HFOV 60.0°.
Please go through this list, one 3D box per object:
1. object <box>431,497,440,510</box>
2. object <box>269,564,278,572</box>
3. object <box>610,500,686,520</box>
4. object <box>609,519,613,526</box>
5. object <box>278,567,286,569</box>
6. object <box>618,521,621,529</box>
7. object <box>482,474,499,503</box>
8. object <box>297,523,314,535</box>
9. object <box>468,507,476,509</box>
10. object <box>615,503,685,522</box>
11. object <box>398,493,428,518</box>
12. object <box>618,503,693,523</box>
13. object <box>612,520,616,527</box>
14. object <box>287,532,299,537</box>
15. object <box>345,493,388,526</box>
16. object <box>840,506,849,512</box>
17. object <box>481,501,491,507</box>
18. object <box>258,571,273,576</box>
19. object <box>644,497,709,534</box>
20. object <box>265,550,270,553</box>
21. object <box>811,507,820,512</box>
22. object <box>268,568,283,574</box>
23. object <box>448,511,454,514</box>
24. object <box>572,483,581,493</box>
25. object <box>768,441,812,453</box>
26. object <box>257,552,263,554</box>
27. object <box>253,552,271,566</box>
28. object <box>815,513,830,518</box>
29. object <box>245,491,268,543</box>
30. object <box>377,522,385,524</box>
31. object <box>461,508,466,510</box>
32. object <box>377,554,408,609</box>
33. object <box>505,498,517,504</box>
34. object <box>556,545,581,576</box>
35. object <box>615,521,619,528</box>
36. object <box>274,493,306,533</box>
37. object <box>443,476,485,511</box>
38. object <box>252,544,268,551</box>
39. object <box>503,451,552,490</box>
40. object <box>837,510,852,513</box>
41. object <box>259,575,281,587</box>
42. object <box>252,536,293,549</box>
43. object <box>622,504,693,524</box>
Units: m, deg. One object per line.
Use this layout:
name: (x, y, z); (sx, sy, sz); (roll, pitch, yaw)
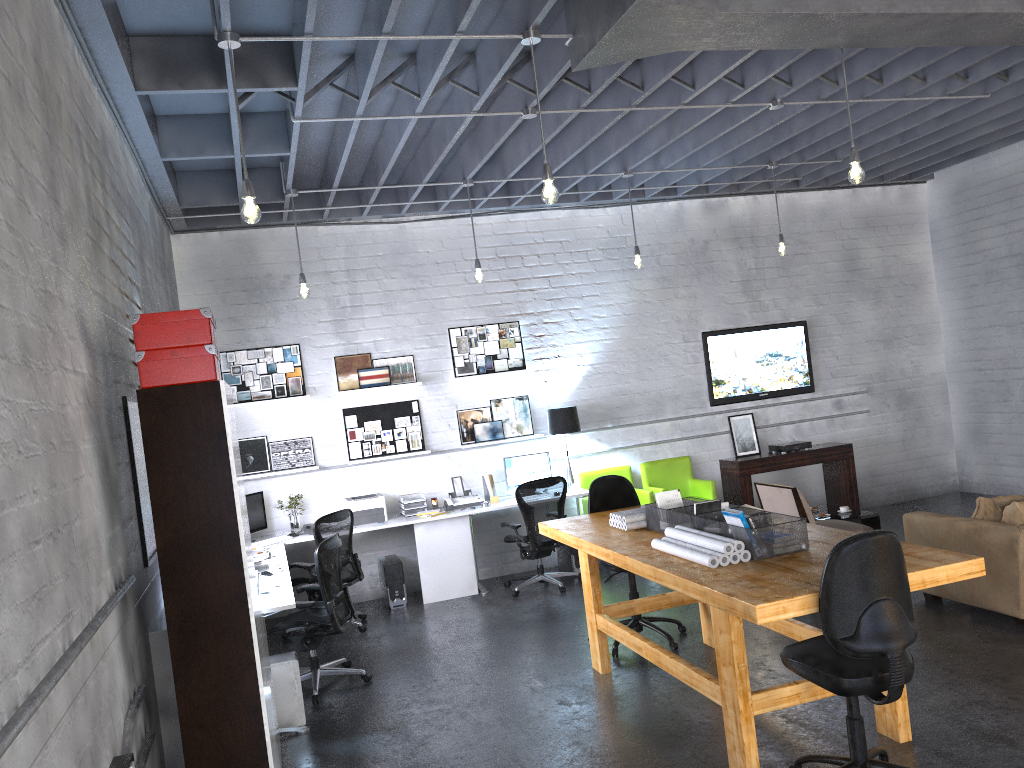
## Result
object: (-0.753, 1.166, 8.635); (0.093, 0.116, 0.067); (-7, 1, -16)
object: (-1.691, 1.310, 6.318); (0.062, 0.049, 0.077); (-7, 0, 44)
object: (0.876, 0.809, 5.680); (0.519, 0.047, 0.046); (-7, 0, -16)
object: (0.874, 0.850, 5.702); (0.519, 0.047, 0.047); (-7, 0, -16)
object: (-1.655, 1.326, 6.400); (0.025, 0.021, 0.119); (-7, 0, 11)
object: (0.913, 0.845, 5.568); (0.519, 0.047, 0.047); (-7, 0, -16)
object: (-0.212, 1.031, 8.736); (0.087, 0.259, 0.236); (-7, 1, -16)
object: (-1.758, 1.311, 8.069); (0.412, 0.081, 0.278); (-7, 0, 44)
object: (-0.380, 1.174, 8.390); (0.076, 0.016, 0.017); (-7, 0, 34)
object: (0.901, 0.806, 5.590); (0.519, 0.047, 0.046); (-7, 0, -16)
object: (-0.953, 1.162, 8.534); (0.229, 0.181, 0.316); (-7, 0, -16)
object: (0.914, 0.804, 5.545); (0.519, 0.047, 0.046); (-7, 0, -16)
object: (0.887, 0.848, 5.657); (0.519, 0.047, 0.047); (-7, 0, -16)
object: (-1.983, 1.362, 8.021); (0.114, 0.036, 0.058); (-7, 0, 24)
object: (-1.386, 1.188, 8.416); (0.350, 0.235, 0.351); (-7, 0, -16)
object: (3.185, 1.200, 8.500); (0.077, 0.052, 0.080); (-7, 0, 32)
object: (-0.250, 1.141, 8.442); (0.095, 0.050, 0.095); (-7, 0, 42)
object: (-1.732, 1.329, 6.210); (0.114, 0.036, 0.058); (-7, 0, -26)
object: (1.003, 0.788, 5.305); (0.316, 0.156, 0.306); (-7, 0, -16)
object: (-2.016, 1.373, 7.266); (0.071, 0.020, 0.058); (-7, 0, 38)
object: (2.978, 1.237, 8.801); (0.151, 0.040, 0.151); (-7, 0, 2)
object: (-1.693, 1.335, 6.313); (0.119, 0.016, 0.119); (-7, 0, 2)
object: (-0.569, 1.202, 8.314); (0.008, 0.007, 0.141); (-7, 0, 18)
object: (0.626, 1.016, 8.647); (0.069, 0.083, 0.090); (-7, 0, -17)
object: (3.028, 0.687, 9.654); (0.370, 0.082, 0.266); (-7, 0, -16)
object: (-2.060, 1.382, 7.258); (0.057, 0.013, 0.013); (-7, 0, -24)
object: (-2.018, 1.267, 6.499); (0.485, 0.230, 0.420); (-7, 0, -16)
object: (2.953, 1.244, 8.426); (0.137, 0.031, 0.137); (-7, 0, 10)
object: (-2.435, 1.221, 7.968); (0.147, 0.427, 0.559); (-7, 0, 21)
object: (-1.198, 1.275, 8.148); (0.075, 0.016, 0.017); (-7, 0, 9)
object: (-0.463, 1.185, 8.416); (0.011, 0.011, 0.125); (-7, 0, 22)
object: (-1.129, 1.859, 8.356); (0.180, 0.411, 0.476); (-7, 0, -16)
object: (0.150, 1.103, 8.539); (0.421, 0.028, 0.181); (-7, 0, -21)
object: (0.597, 1.646, 8.769); (0.180, 0.411, 0.476); (-7, 0, -16)
object: (0.900, 0.847, 5.613); (0.519, 0.047, 0.047); (-7, 0, -16)
object: (-2.046, 1.205, 8.262); (0.271, 0.363, 0.297); (-7, 1, 29)
object: (-0.504, 1.057, 8.658); (0.405, 0.280, 0.399); (-7, 0, -16)
object: (-2.114, 1.370, 7.440); (0.130, 0.049, 0.130); (-7, 0, 1)
object: (0.155, 0.906, 8.842); (0.465, 0.417, 0.212); (-7, 1, -11)
object: (3.187, 1.223, 8.498); (0.131, 0.016, 0.131); (-7, 0, -9)
object: (-1.674, 1.326, 5.921); (0.180, 0.028, 0.422); (-7, 0, -26)
object: (-2.137, 1.385, 7.779); (0.181, 0.028, 0.421); (-7, 0, 34)
object: (0.929, 0.802, 5.492); (0.519, 0.047, 0.046); (-7, 0, -18)
